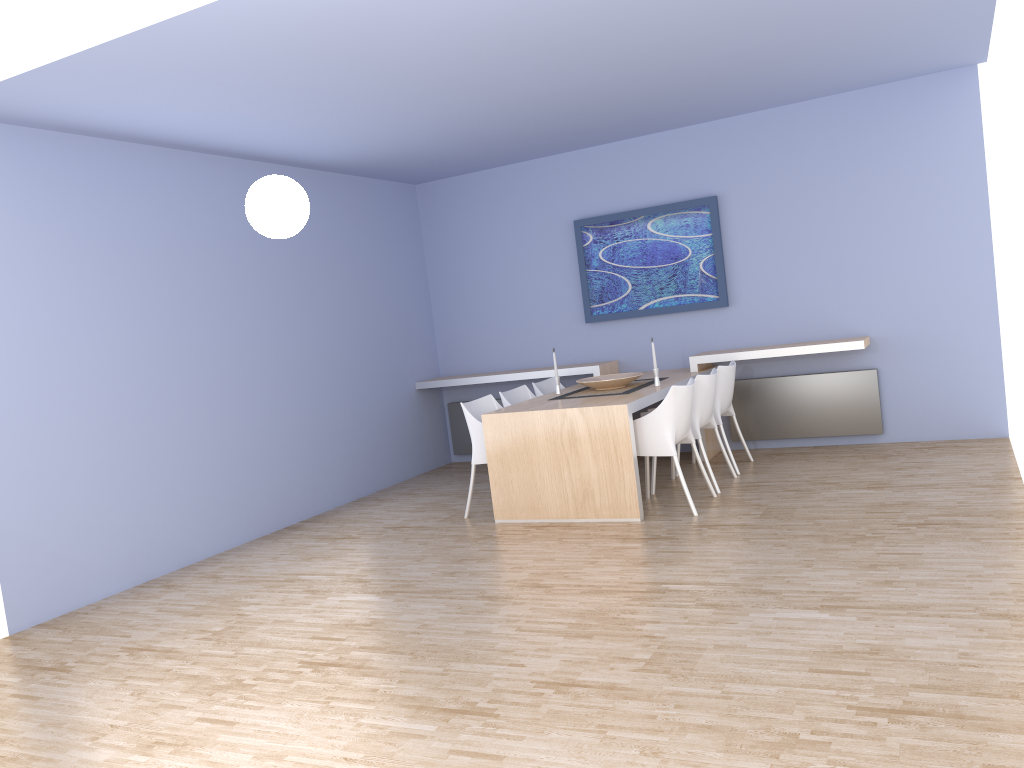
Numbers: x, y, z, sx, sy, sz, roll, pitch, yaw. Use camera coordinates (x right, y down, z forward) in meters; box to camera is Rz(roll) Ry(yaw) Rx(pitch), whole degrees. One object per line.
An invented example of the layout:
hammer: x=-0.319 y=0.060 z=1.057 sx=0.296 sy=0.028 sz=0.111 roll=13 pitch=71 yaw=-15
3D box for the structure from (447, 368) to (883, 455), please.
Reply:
structure: x=1.127 y=0.282 z=7.693 sx=3.843 sy=0.503 sz=0.064 roll=-5 pitch=5 yaw=27

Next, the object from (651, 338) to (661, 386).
object: x=1.000 y=-0.160 z=6.214 sx=0.045 sy=0.349 sz=0.045 roll=-5 pitch=5 yaw=27

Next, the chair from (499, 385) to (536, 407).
chair: x=0.201 y=0.410 z=6.670 sx=0.486 sy=0.793 sz=0.510 roll=-5 pitch=5 yaw=27

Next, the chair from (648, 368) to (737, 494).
chair: x=1.229 y=0.317 z=6.168 sx=0.486 sy=0.793 sz=0.510 roll=-5 pitch=5 yaw=28

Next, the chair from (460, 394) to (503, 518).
chair: x=-0.054 y=0.478 z=6.160 sx=0.486 sy=0.793 sz=0.510 roll=-5 pitch=5 yaw=27

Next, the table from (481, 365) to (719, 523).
table: x=0.808 y=0.376 z=6.602 sx=1.002 sy=0.718 sz=2.340 roll=-5 pitch=5 yaw=27

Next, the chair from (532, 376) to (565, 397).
chair: x=0.456 y=0.341 z=7.180 sx=0.486 sy=0.793 sz=0.510 roll=-5 pitch=5 yaw=27

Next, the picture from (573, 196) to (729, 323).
picture: x=1.156 y=-1.030 z=7.503 sx=1.252 sy=0.901 sz=0.049 roll=-5 pitch=5 yaw=27

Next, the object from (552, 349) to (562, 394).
object: x=0.326 y=-0.100 z=6.560 sx=0.045 sy=0.349 sz=0.045 roll=-9 pitch=4 yaw=-21

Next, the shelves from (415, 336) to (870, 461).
shelves: x=0.977 y=0.225 z=7.557 sx=3.901 sy=0.840 sz=0.463 roll=-5 pitch=5 yaw=27

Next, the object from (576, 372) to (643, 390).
object: x=0.716 y=-0.011 z=6.478 sx=0.493 sy=0.081 sz=0.493 roll=-11 pitch=6 yaw=-44

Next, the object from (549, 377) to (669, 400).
object: x=0.724 y=0.031 z=6.478 sx=0.594 sy=0.005 sz=0.986 roll=-5 pitch=5 yaw=27

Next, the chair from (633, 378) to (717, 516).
chair: x=0.964 y=0.388 z=5.639 sx=0.486 sy=0.793 sz=0.510 roll=-5 pitch=5 yaw=27

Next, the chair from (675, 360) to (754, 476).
chair: x=1.489 y=0.247 z=6.690 sx=0.486 sy=0.793 sz=0.510 roll=-5 pitch=5 yaw=27
